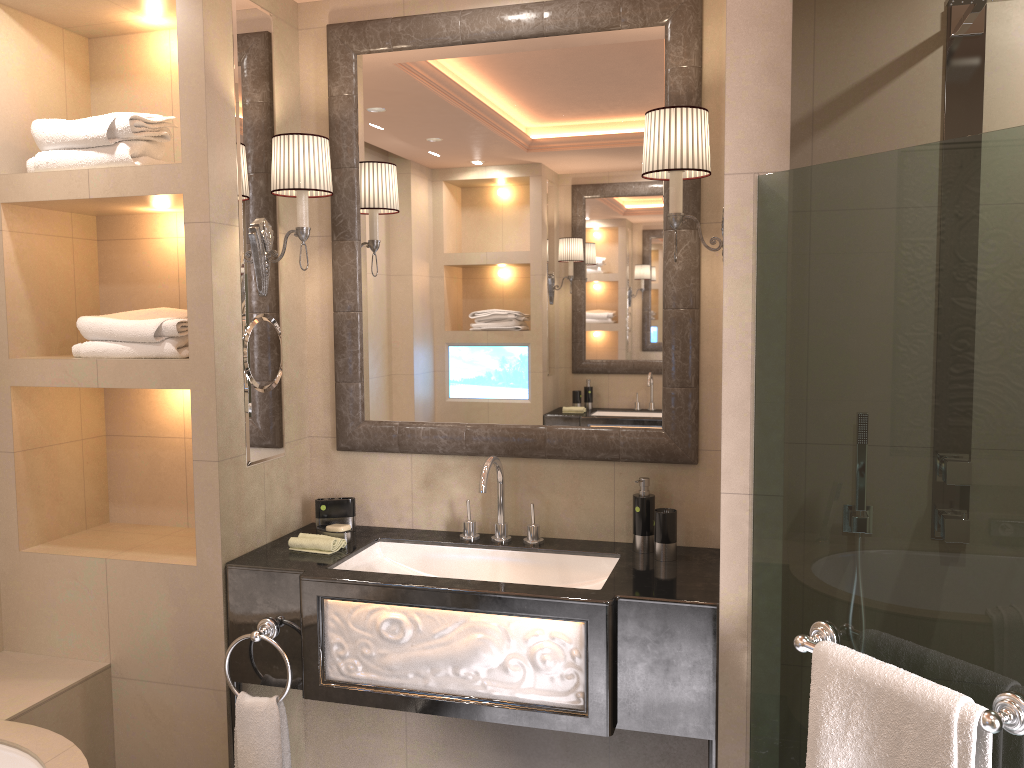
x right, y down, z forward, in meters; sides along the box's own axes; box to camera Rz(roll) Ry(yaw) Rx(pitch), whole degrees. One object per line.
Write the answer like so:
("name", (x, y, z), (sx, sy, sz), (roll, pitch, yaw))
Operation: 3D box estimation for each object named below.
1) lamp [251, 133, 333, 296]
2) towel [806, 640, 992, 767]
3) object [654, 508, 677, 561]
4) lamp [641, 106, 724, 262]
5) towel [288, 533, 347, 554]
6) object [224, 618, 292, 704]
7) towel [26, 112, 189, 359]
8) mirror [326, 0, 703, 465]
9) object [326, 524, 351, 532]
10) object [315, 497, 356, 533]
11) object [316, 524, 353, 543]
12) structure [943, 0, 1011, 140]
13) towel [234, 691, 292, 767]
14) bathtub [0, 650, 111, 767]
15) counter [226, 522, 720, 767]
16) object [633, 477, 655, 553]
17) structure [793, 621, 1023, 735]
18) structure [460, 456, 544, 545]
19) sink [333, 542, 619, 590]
("lamp", (-0.621, -0.475, 2.538), (0.223, 0.444, 0.174), (1, 5, 16))
("towel", (0.640, 0.770, 1.466), (0.154, 0.629, 0.313), (-4, 6, -41))
("object", (0.420, 0.412, 2.430), (0.063, 0.134, 0.063), (-4, 6, -41))
("lamp", (0.438, -0.459, 2.236), (0.223, 0.444, 0.174), (1, 5, 16))
("towel", (-0.564, 0.457, 2.568), (0.149, 0.039, 0.096), (1, 5, 23))
("object", (-0.667, 0.746, 2.366), (0.203, 0.226, 0.074), (1, 5, 16))
("towel", (-1.527, -0.322, 1.188), (0.517, 0.726, 3.195), (1, 5, 16))
("mirror", (-0.021, -0.437, 2.618), (1.130, 1.320, 0.040), (1, 5, 16))
("object", (-0.519, 0.430, 2.653), (0.077, 0.022, 0.051), (3, 6, 36))
("object", (-0.549, 0.408, 2.761), (0.124, 0.104, 0.038), (-1, 5, -10))
("object", (-0.534, 0.450, 2.667), (0.133, 0.035, 0.080), (3, 6, 34))
("structure", (1.032, -0.261, 2.107), (0.311, 1.409, 0.506), (0, 5, 5))
("towel", (-0.670, 1.048, 2.362), (0.173, 0.455, 0.116), (-1, 5, -3))
("bathtub", (-1.518, 1.176, 1.293), (1.060, 0.540, 2.662), (1, 5, 16))
("counter", (-0.084, 0.910, 2.484), (1.330, 0.858, 0.543), (1, 5, 16))
("object", (0.373, 0.369, 2.512), (0.063, 0.208, 0.063), (-1, 5, -3))
("structure", (0.628, 0.477, 1.452), (0.074, 0.061, 0.415), (-3, 5, -29))
("structure", (-0.060, 0.334, 2.610), (0.242, 0.268, 0.223), (-4, 6, -39))
("sink", (-0.093, 0.563, 2.433), (0.760, 0.135, 0.349), (1, 5, 16))
